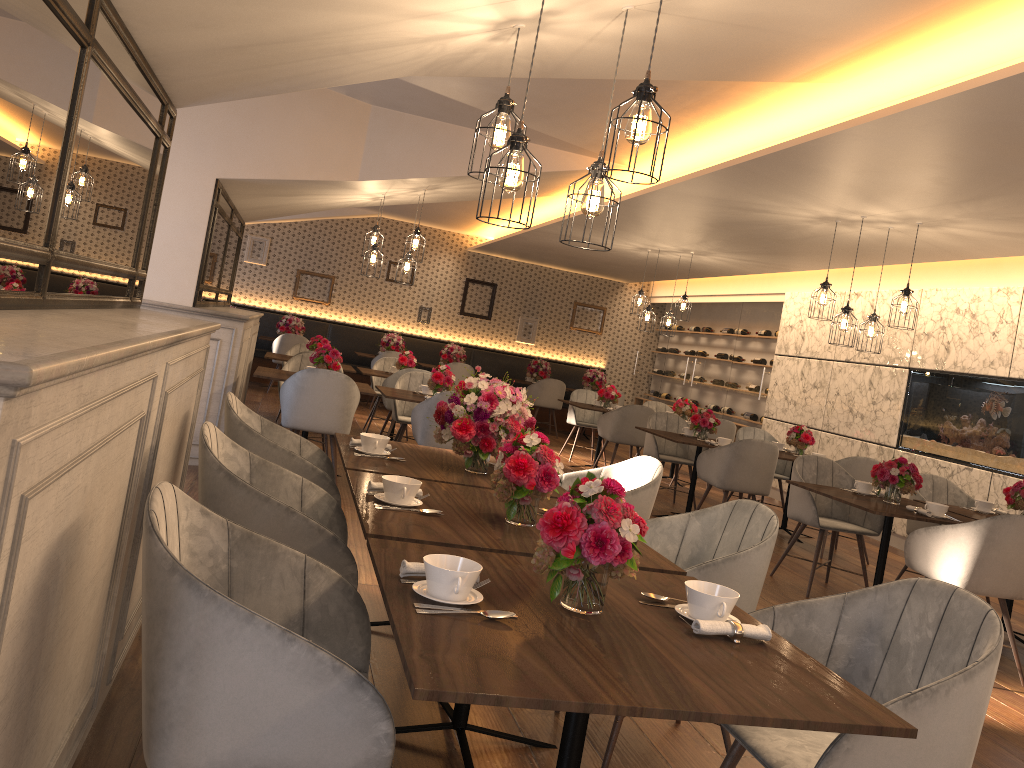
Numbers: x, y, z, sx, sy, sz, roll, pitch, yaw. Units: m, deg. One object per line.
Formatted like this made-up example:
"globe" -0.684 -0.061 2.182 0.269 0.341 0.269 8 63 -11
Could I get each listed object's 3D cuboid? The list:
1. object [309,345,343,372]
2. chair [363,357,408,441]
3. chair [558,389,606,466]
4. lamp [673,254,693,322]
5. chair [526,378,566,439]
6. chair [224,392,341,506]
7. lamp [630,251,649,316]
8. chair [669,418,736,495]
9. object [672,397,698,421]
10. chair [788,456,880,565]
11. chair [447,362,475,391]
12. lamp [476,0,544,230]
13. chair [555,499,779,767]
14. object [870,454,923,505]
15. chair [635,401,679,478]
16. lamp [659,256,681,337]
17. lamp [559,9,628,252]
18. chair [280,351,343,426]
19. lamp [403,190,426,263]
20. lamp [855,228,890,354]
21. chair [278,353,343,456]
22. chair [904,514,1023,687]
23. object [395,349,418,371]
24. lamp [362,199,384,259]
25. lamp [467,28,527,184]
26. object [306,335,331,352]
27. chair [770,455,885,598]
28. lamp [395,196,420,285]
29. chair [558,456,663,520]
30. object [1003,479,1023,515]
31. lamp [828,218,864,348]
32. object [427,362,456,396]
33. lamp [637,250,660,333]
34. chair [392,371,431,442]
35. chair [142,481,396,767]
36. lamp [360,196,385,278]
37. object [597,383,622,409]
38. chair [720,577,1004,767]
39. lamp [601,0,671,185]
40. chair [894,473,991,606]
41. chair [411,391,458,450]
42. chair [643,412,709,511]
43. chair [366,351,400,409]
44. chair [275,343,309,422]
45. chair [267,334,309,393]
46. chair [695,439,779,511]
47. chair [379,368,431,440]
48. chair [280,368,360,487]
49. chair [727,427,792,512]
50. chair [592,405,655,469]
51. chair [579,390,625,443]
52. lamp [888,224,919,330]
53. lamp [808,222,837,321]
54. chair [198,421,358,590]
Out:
"object" -1.449 -0.173 6.840 0.233 0.301 0.307 10 1 -39
"chair" -1.364 0.147 9.989 0.563 0.873 0.527 10 0 -14
"chair" 0.924 0.521 10.871 0.563 0.873 0.527 10 0 -14
"lamp" 2.117 -1.750 10.154 0.174 2.072 0.175 10 -1 -13
"chair" 0.491 0.333 13.360 0.563 0.873 0.527 10 0 -14
"chair" -0.954 0.504 3.556 0.525 0.873 0.566 10 0 -14
"lamp" 1.681 -1.848 10.592 0.174 2.072 0.175 10 -1 -13
"chair" 2.141 0.787 9.807 0.563 0.873 0.527 10 0 -14
"object" 2.045 0.297 10.469 0.305 0.301 0.234 10 0 8
"chair" 2.729 0.999 7.401 0.563 0.873 0.527 10 0 -14
"chair" -0.861 0.104 13.022 0.563 0.873 0.527 10 0 -14
"lamp" 0.155 -1.536 2.869 0.174 2.072 0.175 10 -1 -13
"chair" 0.534 0.797 2.979 0.525 0.873 0.566 10 0 -14
"object" 2.331 0.573 5.364 0.306 0.301 0.233 11 0 19
"chair" 1.840 0.676 11.100 0.563 0.873 0.527 10 0 -14
"lamp" 2.005 -1.587 10.471 0.174 2.072 0.175 10 -1 -13
"lamp" 0.436 -1.494 3.069 0.174 2.072 0.175 10 -1 -13
"chair" -1.935 0.111 8.478 0.563 0.873 0.527 10 0 -14
"lamp" -0.699 -2.106 7.853 0.174 2.072 0.175 10 -1 -13
"lamp" 2.905 -1.263 6.788 0.174 2.072 0.175 10 -1 -13
"chair" -1.728 0.191 7.504 0.563 0.873 0.527 10 0 -14
"chair" 2.425 1.064 4.669 0.563 0.873 0.527 10 0 -14
"object" -1.106 -0.220 9.330 0.234 0.301 0.305 10 1 5
"lamp" -1.135 -2.204 8.290 0.174 2.072 0.175 10 -1 -13
"lamp" 0.111 -1.755 3.190 0.174 2.072 0.175 10 -1 -13
"object" -2.000 -0.371 9.094 0.233 0.301 0.307 10 1 -39
"chair" 2.124 0.953 5.962 0.563 0.873 0.527 10 0 -14
"lamp" -0.811 -1.943 8.169 0.174 2.072 0.175 10 -1 -13
"chair" 0.311 0.717 3.891 0.525 0.873 0.566 10 0 -14
"object" 3.245 0.728 5.563 0.305 0.301 0.234 10 0 8
"lamp" 2.625 -1.305 6.588 0.174 2.072 0.175 10 -1 -13
"object" -0.555 -0.023 7.076 0.234 0.301 0.305 10 1 5
"lamp" 1.725 -1.629 10.270 0.174 2.072 0.175 10 -1 -13
"chair" -0.812 0.346 7.733 0.563 0.873 0.527 10 0 -14
"chair" -0.508 0.665 1.732 0.525 0.873 0.566 10 0 -14
"lamp" -1.092 -1.985 7.968 0.174 2.072 0.175 10 -1 -13
"object" 1.131 0.141 10.273 0.303 0.301 0.235 10 1 -36
"chair" 0.757 0.878 2.067 0.525 0.873 0.566 10 0 -14
"lamp" 0.548 -1.657 2.753 0.174 2.072 0.175 10 -1 -13
"chair" 3.040 1.108 6.191 0.563 0.873 0.527 10 0 -14
"chair" -0.467 0.464 6.451 0.563 0.873 0.527 10 0 -14
"chair" 1.512 0.732 8.465 0.563 0.873 0.527 10 0 -14
"chair" -1.778 -0.051 12.793 0.563 0.873 0.527 10 0 -14
"chair" -2.280 -0.008 9.760 0.563 0.873 0.527 10 0 -14
"chair" -3.130 -0.280 12.455 0.563 0.873 0.527 10 0 -14
"chair" 1.813 0.844 7.172 0.563 0.873 0.527 10 0 -14
"chair" -1.018 0.266 8.707 0.563 0.873 0.527 10 0 -14
"chair" -1.383 0.309 6.222 0.563 0.873 0.527 10 0 -14
"chair" 2.428 0.888 8.694 0.563 0.873 0.527 10 0 -14
"chair" 1.225 0.632 9.578 0.563 0.873 0.527 10 0 -14
"chair" 1.407 0.488 13.589 0.563 0.873 0.527 10 0 -14
"lamp" 3.018 -1.426 6.472 0.174 2.072 0.175 10 -1 -13
"lamp" 2.581 -1.523 6.909 0.174 2.072 0.175 10 -1 -13
"chair" -0.731 0.584 2.644 0.525 0.873 0.566 10 0 -14
